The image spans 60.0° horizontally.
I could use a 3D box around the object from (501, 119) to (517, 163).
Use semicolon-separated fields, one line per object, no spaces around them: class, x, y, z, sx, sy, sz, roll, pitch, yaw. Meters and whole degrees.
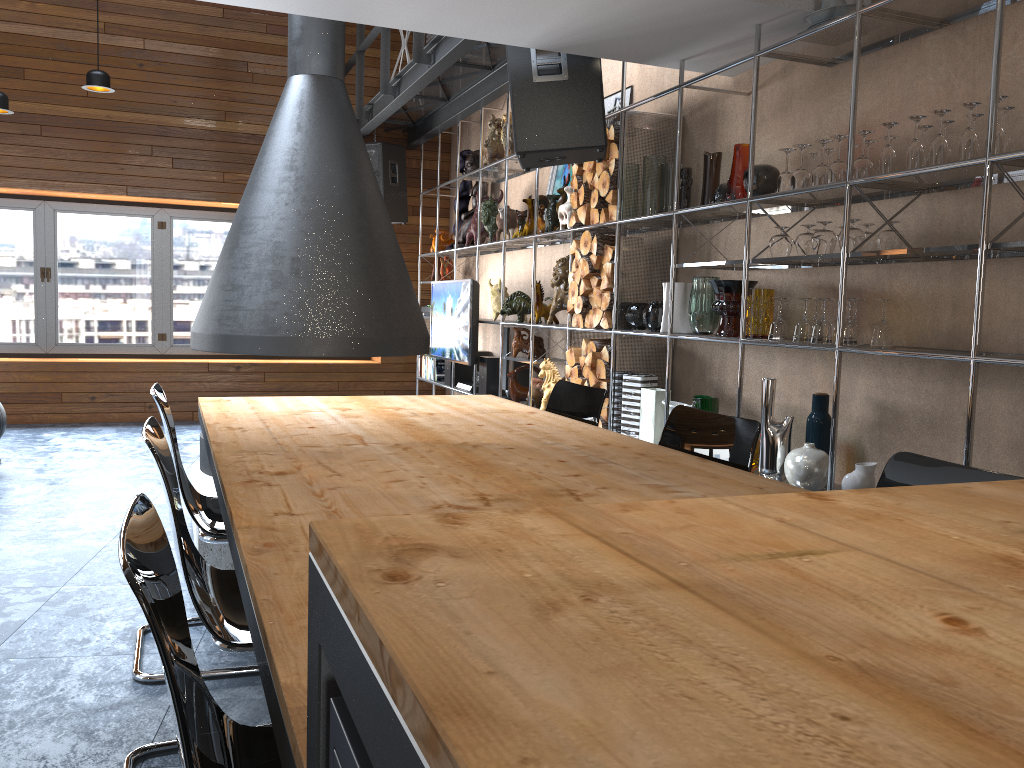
object;0.010;-1.716;6.266;0.208;0.280;0.131;-2;6;-39

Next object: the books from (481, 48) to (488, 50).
books;-0.211;-2.726;6.930;0.117;0.220;0.054;0;5;-21

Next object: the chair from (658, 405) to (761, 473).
chair;0.340;0.490;2.419;0.599;0.825;0.527;0;5;-21

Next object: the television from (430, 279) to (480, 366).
television;-0.450;-0.501;7.035;0.115;0.638;1.075;0;5;-21

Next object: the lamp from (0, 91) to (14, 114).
lamp;-3.342;-2.735;5.707;0.210;1.911;0.210;3;5;16

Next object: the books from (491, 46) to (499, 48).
books;-0.171;-2.713;6.859;0.137;0.216;0.049;0;5;-21

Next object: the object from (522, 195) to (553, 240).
object;0.201;-1.118;5.965;0.290;0.290;0.097;0;5;-23

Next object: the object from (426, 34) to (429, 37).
object;-0.635;-3.169;8.061;0.246;0.016;0.182;0;5;-21

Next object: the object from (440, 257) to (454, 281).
object;-0.581;-1.035;7.997;0.060;0.223;0.267;4;5;24

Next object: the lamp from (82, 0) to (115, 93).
lamp;-2.836;-2.817;6.064;0.210;1.565;0.210;3;5;16

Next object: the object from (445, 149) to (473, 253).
object;-0.446;-1.584;7.664;0.244;0.879;0.244;2;5;7

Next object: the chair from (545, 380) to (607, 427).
chair;0.030;0.412;3.223;0.599;0.825;0.527;0;5;-21

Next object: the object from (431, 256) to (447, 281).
object;-0.657;-1.057;8.182;0.116;0.229;0.233;3;5;19

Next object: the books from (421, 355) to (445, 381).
books;-0.707;-0.148;8.186;0.139;0.208;0.461;0;5;-21

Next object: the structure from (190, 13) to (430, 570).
structure;-0.881;-2.146;4.193;1.197;5.699;1.689;0;5;-21

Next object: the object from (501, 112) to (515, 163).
object;0.047;-1.832;6.549;0.215;0.458;0.328;0;5;-16

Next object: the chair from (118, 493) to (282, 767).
chair;-0.246;0.578;1.180;0.599;0.825;0.527;0;5;-21

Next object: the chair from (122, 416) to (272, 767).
chair;-0.556;0.500;1.985;0.599;0.825;0.527;0;5;-21

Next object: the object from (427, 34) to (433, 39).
object;-0.631;-3.153;8.052;0.246;0.016;0.182;0;5;-21

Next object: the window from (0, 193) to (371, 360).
window;-4.127;-0.941;7.849;5.936;1.521;0.101;0;5;-21

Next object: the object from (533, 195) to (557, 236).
object;0.242;-1.097;5.802;0.227;0.270;0.123;0;5;-21

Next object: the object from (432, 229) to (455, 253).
object;-0.574;-1.275;7.946;0.278;0.222;0.138;1;5;-11

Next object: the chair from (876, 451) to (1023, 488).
chair;0.650;0.567;1.614;0.599;0.825;0.527;0;5;-21

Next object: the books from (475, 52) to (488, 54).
books;-0.245;-2.736;7.044;0.161;0.223;0.017;0;5;-21

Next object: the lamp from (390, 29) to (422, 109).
lamp;-0.884;-2.802;7.300;0.475;1.002;0.475;2;5;3

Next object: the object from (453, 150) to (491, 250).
object;-0.330;-1.538;7.425;0.305;0.840;0.237;0;5;-19

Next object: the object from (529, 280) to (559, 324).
object;0.237;-0.540;5.884;0.290;0.290;0.097;-3;6;-41

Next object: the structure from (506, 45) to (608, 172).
structure;0.216;-1.433;4.291;0.506;0.744;0.460;2;5;4

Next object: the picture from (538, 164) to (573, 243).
picture;0.344;-1.287;6.019;0.136;0.625;0.544;0;5;-21

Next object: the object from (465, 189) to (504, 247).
object;-0.236;-1.294;6.972;0.219;0.440;0.463;0;5;-21

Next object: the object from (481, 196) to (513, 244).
object;-0.106;-1.215;6.592;0.255;0.356;0.167;2;5;-2

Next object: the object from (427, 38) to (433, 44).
object;-0.627;-3.086;8.042;0.246;0.016;0.182;0;5;-21

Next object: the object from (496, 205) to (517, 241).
object;-0.034;-1.150;6.375;0.164;0.266;0.237;1;5;-4

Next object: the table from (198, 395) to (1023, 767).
table;0.428;0.577;0.819;1.185;0.927;6.000;0;5;-21

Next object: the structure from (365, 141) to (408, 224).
structure;-1.211;-1.791;7.987;0.461;0.735;0.488;4;5;29

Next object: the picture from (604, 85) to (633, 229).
picture;0.576;-1.356;5.492;0.090;0.863;0.530;0;5;-21

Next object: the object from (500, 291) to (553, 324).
object;0.121;-0.530;6.119;0.403;0.221;0.192;3;5;16

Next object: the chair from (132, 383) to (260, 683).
chair;-0.867;0.422;2.789;0.599;0.825;0.527;0;5;-21

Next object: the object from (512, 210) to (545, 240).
object;0.148;-1.094;6.131;0.272;0.207;0.137;0;5;-18

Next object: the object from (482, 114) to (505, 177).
object;-0.150;-1.866;6.954;0.207;0.442;0.328;-1;5;-28

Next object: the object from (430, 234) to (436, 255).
object;-0.667;-1.297;8.178;0.233;0.209;0.107;-2;6;-34

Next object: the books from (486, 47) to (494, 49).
books;-0.190;-2.705;6.880;0.126;0.197;0.047;0;5;-21

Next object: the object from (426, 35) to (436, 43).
object;-0.630;-3.109;8.039;0.252;0.028;0.180;0;5;-21

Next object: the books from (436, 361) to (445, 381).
books;-0.619;-0.117;7.998;0.138;0.185;0.081;0;5;-21

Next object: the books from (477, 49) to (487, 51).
books;-0.235;-2.705;6.948;0.112;0.177;0.009;0;5;-21

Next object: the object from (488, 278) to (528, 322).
object;-0.028;-0.608;6.431;0.325;0.309;0.154;-2;6;-36

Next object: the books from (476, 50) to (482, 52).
books;-0.238;-2.733;6.968;0.122;0.230;0.017;0;5;-21

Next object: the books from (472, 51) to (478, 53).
books;-0.261;-2.711;7.014;0.112;0.177;0.009;0;5;-21
